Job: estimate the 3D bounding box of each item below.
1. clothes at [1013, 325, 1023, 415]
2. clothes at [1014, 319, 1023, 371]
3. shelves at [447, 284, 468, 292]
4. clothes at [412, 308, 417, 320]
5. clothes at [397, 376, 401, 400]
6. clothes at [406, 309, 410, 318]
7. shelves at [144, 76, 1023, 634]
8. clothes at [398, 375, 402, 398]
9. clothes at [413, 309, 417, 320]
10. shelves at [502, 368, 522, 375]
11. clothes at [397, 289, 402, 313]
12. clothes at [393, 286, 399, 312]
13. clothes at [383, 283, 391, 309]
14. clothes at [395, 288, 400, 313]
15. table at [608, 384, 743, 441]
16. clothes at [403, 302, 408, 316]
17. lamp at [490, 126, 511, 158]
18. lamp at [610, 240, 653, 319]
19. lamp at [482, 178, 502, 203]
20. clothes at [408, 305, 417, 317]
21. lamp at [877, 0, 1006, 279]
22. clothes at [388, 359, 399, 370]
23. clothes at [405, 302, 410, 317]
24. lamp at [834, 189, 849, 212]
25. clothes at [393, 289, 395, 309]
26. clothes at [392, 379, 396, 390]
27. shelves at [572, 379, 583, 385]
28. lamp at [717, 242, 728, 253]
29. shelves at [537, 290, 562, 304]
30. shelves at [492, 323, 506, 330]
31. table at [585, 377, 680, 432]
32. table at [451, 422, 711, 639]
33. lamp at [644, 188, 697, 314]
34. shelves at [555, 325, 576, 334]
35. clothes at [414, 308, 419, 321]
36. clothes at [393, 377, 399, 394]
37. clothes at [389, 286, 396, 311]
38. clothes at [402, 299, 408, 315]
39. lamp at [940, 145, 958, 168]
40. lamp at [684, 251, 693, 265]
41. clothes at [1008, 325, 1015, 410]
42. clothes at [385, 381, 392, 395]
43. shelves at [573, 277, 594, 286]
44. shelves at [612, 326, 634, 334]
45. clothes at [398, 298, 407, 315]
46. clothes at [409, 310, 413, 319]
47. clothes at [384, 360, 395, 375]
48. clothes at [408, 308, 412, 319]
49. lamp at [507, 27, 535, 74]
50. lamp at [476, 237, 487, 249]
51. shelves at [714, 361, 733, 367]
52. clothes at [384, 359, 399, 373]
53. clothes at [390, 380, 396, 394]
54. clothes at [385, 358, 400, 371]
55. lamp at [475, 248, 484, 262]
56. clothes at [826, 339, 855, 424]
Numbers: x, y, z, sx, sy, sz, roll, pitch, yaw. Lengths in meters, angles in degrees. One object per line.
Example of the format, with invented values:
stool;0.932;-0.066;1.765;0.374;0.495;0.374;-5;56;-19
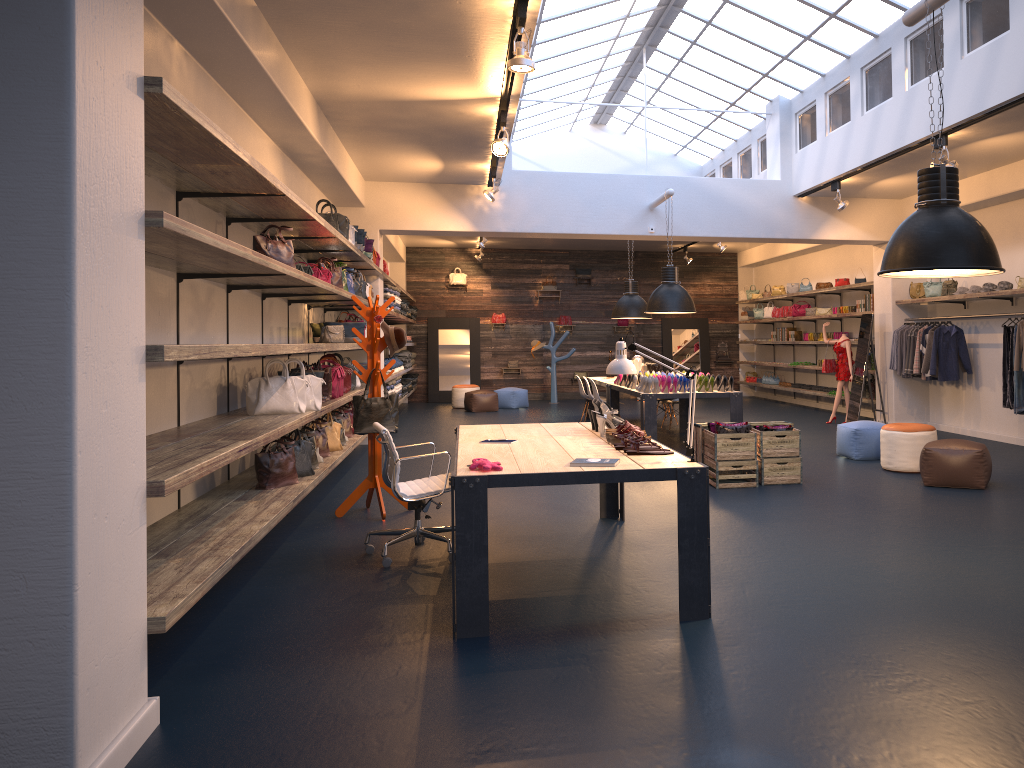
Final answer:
clothes;6.124;-0.169;10.437;0.248;1.137;0.145;0;-1;-28
clothes;6.181;-0.332;10.262;0.543;0.948;0.176;0;-1;-15
shelves;-1.235;-2.182;19.739;0.466;0.157;0.237;-1;2;-10
clothes;-2.221;-1.506;18.482;0.385;0.299;0.304;-1;1;-19
clothes;-1.979;0.075;14.186;0.267;0.456;0.336;0;0;6
clothes;-2.183;-1.393;16.591;0.416;0.251;0.347;0;1;1
shelves;2.060;-0.438;12.103;8.867;2.228;16.409;0;3;-5
clothes;-1.998;0.058;14.540;0.267;0.456;0.336;0;0;6
clothes;-2.239;-1.521;18.801;0.363;0.299;0.297;0;1;-8
shelves;-0.007;-0.296;19.966;0.466;0.143;0.237;-1;2;-10
clothes;-2.017;-1.387;14.564;0.267;0.456;0.336;0;0;6
clothes;-1.980;-1.355;13.891;0.267;0.456;0.336;0;0;6
clothes;-1.931;-1.289;12.859;0.256;0.411;0.316;0;0;0
clothes;-1.998;-1.370;14.211;0.267;0.456;0.336;0;0;6
table;2.097;0.418;11.551;1.267;0.741;2.474;0;2;-5
clothes;-2.074;-1.377;15.798;0.363;0.299;0.297;0;1;-8
lamp;-0.079;-2.277;8.164;0.272;0.315;0.165;-1;0;-43
lamp;1.932;-1.888;14.103;0.652;1.648;0.746;0;0;29
lamp;-0.259;-2.397;10.792;0.261;0.328;0.166;-1;0;-38
clothes;-2.193;-1.490;18.164;0.378;0.299;0.320;0;1;-5
lamp;2.435;-1.450;4.974;0.758;1.648;0.641;0;-1;-39
clothes;-2.085;-0.296;14.188;0.437;0.241;0.417;-1;2;-8
clothes;-2.092;-1.392;16.119;0.356;0.299;0.304;0;1;-2
lamp;4.424;-2.462;11.702;0.229;0.328;0.190;0;0;20
clothes;-1.968;-1.320;13.523;0.256;0.411;0.316;0;0;0
clothes;-1.949;0.125;13.498;0.256;0.411;0.316;0;0;0
shelves;1.619;-0.046;20.310;0.466;0.157;0.237;-1;2;-10
lamp;4.132;-2.721;17.092;0.222;0.328;0.195;0;0;36
shelves;0.865;-2.016;20.187;0.576;0.317;0.237;-1;0;-11
shelves;-0.297;-1.311;19.922;0.313;0.157;0.238;-1;2;-9
table;1.960;0.299;14.041;1.267;0.741;2.474;0;2;-5
table;0.281;0.726;5.341;1.267;0.741;2.474;0;2;-5
lamp;2.080;-1.761;11.450;0.736;1.648;0.663;0;0;-16
shelves;1.247;-1.271;20.254;0.466;0.211;0.237;-1;1;-10
clothes;-2.257;-1.536;19.122;0.356;0.299;0.304;0;1;-2
clothes;-1.961;0.091;13.866;0.267;0.456;0.336;0;0;6
clothes;-1.923;-1.305;13.205;0.256;0.411;0.316;0;0;0
clothes;-2.056;-1.362;15.478;0.385;0.299;0.304;-1;1;-19
lamp;4.572;-2.337;9.093;0.166;0.328;0.260;0;0;38
lamp;3.989;-2.845;19.692;0.222;0.328;0.195;0;0;36
clothes;6.169;-0.195;10.573;0.237;1.049;0.143;0;-1;-10
clothes;-1.913;0.157;12.834;0.256;0.411;0.316;0;0;0
shelves;1.680;-2.405;20.372;0.466;0.179;0.237;-1;1;-10
shelves;2.638;-1.279;20.578;0.511;0.184;0.195;-1;1;-11
clothes;-2.028;-1.346;15.161;0.378;0.299;0.320;0;1;-5
clothes;-2.246;-1.449;17.774;0.430;0.251;0.335;-1;1;-11
clothes;-2.040;-0.256;13.361;0.437;0.241;0.417;-1;2;-8
clothes;-2.226;-1.431;17.386;0.416;0.251;0.347;0;1;1
lamp;0.059;-2.125;5.614;0.189;0.376;0.168;0;0;-19
lamp;-0.558;-2.654;16.162;0.222;0.328;0.195;0;0;36
shelves;5.145;-0.486;21.086;0.466;0.157;0.237;-1;2;-10
clothes;-2.064;-0.277;13.795;0.417;0.241;0.437;0;2;8
clothes;-1.905;0.140;13.180;0.256;0.411;0.316;0;0;0
clothes;-2.107;-0.315;14.590;0.437;0.241;0.417;-1;2;-8
lamp;-0.700;-2.778;18.744;0.222;0.328;0.195;0;0;36
clothes;5.384;-0.044;14.133;0.488;1.387;0.326;0;-1;-22
